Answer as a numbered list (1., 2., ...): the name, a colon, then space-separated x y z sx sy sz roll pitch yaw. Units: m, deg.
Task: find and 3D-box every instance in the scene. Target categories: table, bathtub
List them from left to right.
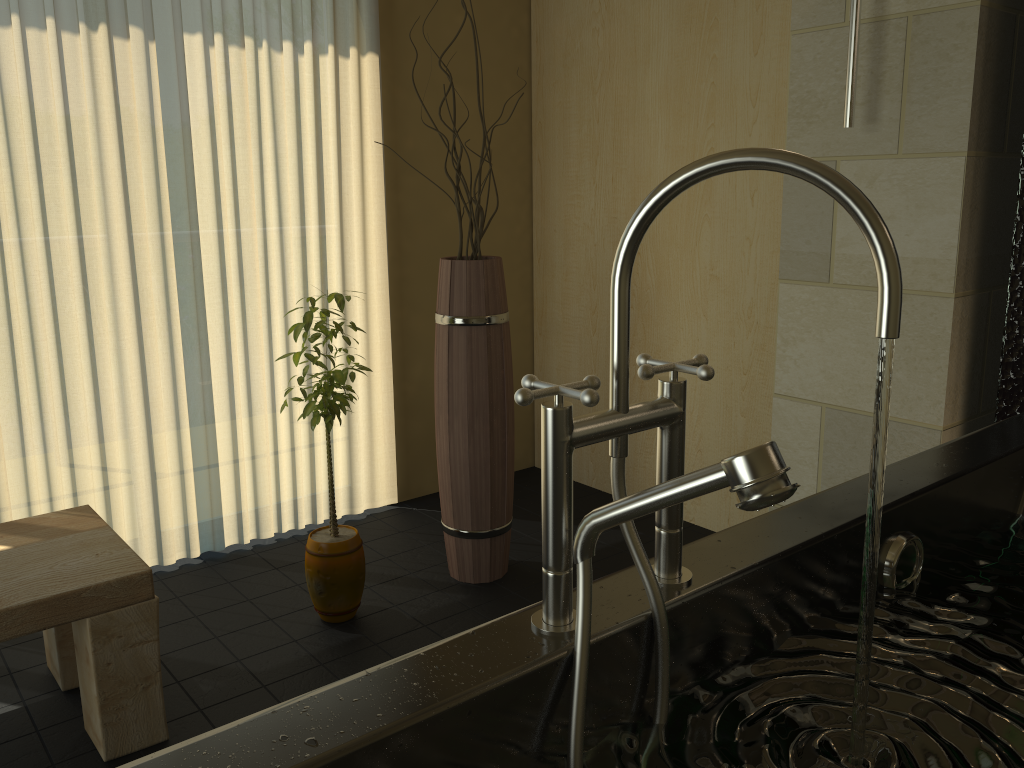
1. table: -1.345 0.624 1.759 1.126 0.399 0.514 -11 16 -38
2. bathtub: 0.464 0.416 0.627 2.135 1.158 1.069 -11 16 -38

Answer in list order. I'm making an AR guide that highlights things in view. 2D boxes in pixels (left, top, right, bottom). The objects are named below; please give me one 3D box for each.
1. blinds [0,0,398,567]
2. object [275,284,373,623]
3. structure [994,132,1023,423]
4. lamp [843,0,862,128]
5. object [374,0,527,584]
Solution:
1. blinds: -1.089 -0.693 2.573 1.946 2.572 0.064 -11 15 -39
2. object: -0.496 0.193 2.422 0.242 0.927 0.267 -1 12 -1
3. structure: 1.280 -0.139 1.724 0.094 2.061 0.642 -10 15 -38
4. lamp: 0.766 -0.993 1.938 0.188 0.835 0.176 -10 15 -38
5. object: -0.181 -0.486 2.617 0.468 2.173 0.464 2 12 12
